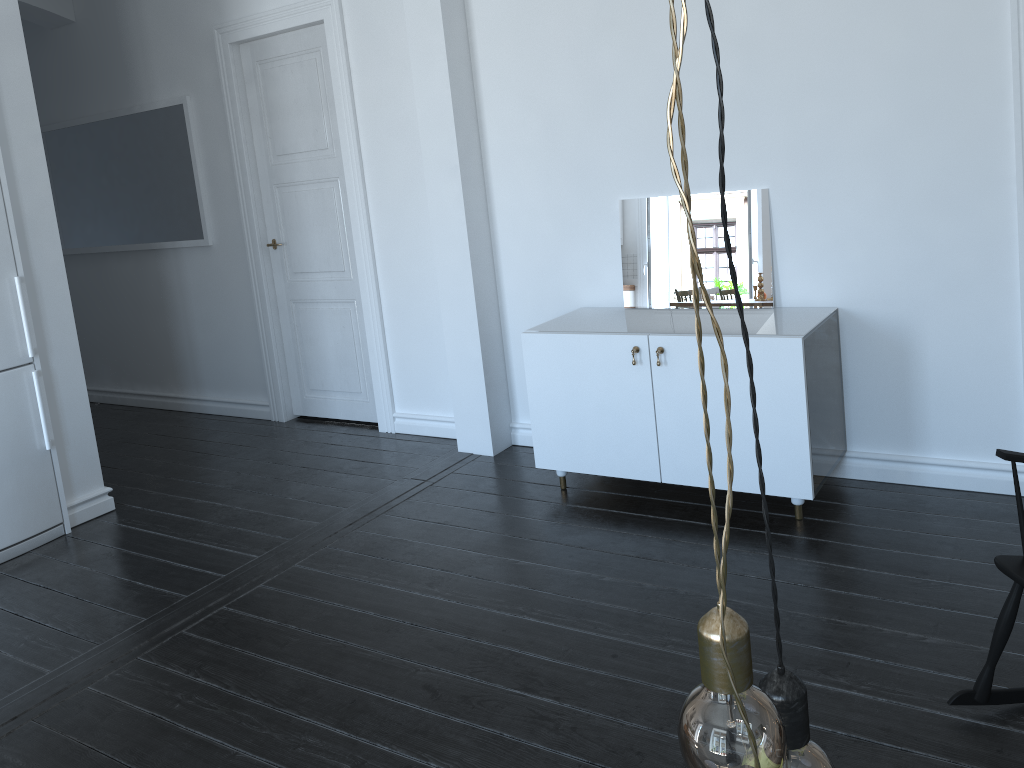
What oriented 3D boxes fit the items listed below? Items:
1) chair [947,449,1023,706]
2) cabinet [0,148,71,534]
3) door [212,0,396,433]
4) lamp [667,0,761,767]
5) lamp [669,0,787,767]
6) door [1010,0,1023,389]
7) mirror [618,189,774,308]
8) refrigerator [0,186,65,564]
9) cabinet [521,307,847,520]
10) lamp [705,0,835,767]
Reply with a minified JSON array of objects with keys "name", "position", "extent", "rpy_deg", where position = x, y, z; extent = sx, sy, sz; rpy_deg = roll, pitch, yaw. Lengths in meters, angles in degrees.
[{"name":"chair","position":[1.512,0.322,1.939],"extent":[0.908,0.989,0.622],"rpy_deg":[-8,10,-11]},{"name":"cabinet","position":[-3.549,0.011,2.651],"extent":[0.780,2.329,3.864],"rpy_deg":[0,14,37]},{"name":"door","position":[-1.213,-0.953,5.240],"extent":[1.041,2.435,0.118],"rpy_deg":[-1,10,34]},{"name":"lamp","position":[0.095,-0.279,0.504],"extent":[0.075,1.473,0.089],"rpy_deg":[-11,9,-31]},{"name":"lamp","position":[0.077,-0.439,0.527],"extent":[0.074,1.473,0.075],"rpy_deg":[-8,8,-9]},{"name":"door","position":[2.332,-0.756,2.894],"extent":[1.169,2.434,0.118],"rpy_deg":[0,10,34]},{"name":"mirror","position":[0.800,-0.586,3.895],"extent":[0.696,0.494,0.055],"rpy_deg":[2,11,34]},{"name":"refrigerator","position":[-2.554,-0.116,3.868],"extent":[0.681,1.772,0.586],"rpy_deg":[-1,10,34]},{"name":"cabinet","position":[0.714,0.092,3.743],"extent":[1.201,0.723,0.601],"rpy_deg":[2,13,34]},{"name":"lamp","position":[0.130,-0.377,0.585],"extent":[0.086,1.473,0.075],"rpy_deg":[-7,8,-4]}]
